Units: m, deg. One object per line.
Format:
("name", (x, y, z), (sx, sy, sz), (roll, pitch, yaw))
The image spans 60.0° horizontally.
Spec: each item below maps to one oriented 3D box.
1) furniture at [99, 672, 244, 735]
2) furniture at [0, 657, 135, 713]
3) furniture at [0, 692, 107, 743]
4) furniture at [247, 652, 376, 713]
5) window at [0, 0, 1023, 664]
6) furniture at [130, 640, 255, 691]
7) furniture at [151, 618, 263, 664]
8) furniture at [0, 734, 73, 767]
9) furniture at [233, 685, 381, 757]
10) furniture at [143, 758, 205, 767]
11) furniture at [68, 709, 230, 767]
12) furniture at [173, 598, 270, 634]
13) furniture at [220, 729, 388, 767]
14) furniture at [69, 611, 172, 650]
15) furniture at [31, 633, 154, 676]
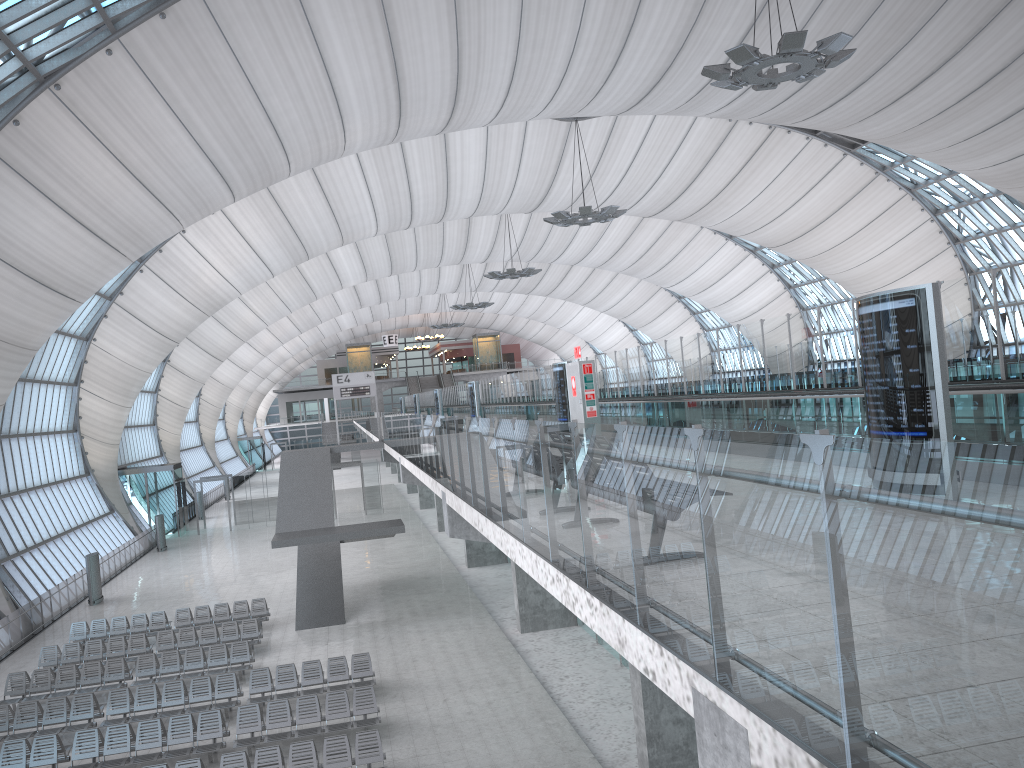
("furniture", (-7.123, 6.734, 18.740), (2.705, 0.913, 1.572), (-5, -1, -11))
("furniture", (-10.414, 7.064, 20.813), (2.705, 0.913, 1.572), (-5, -1, -11))
("furniture", (-9.904, 6.986, 18.192), (2.705, 0.913, 1.572), (-5, -1, -11))
("furniture", (-4.343, 6.482, 19.288), (2.705, 0.913, 1.572), (-5, -1, -11))
("window", (-3.102, -2.401, 78.667), (50.537, 20.004, 167.818), (-5, -1, -11))
("furniture", (-7.633, 6.812, 21.361), (2.705, 0.913, 1.572), (-5, -1, -11))
("furniture", (-8.081, 6.880, 23.666), (2.705, 0.913, 1.572), (-5, -1, -11))
("furniture", (-9.446, 6.916, 15.836), (2.705, 0.913, 1.572), (-5, -1, -11))
("furniture", (-3.885, 6.412, 16.932), (2.705, 0.913, 1.572), (-5, -1, -11))
("furniture", (-6.208, 6.594, 14.028), (2.705, 0.913, 1.572), (-5, -1, -11))
("furniture", (-6.666, 6.664, 16.384), (2.705, 0.913, 1.572), (-5, -1, -11))
("furniture", (-8.584, 6.957, 26.257), (2.705, 0.913, 1.572), (-5, -1, -11))
("furniture", (-3.427, 6.342, 14.576), (2.705, 0.913, 1.572), (-5, -1, -11))
("furniture", (-11.365, 7.210, 25.709), (2.705, 0.913, 1.572), (-5, -1, -11))
("furniture", (-10.862, 7.133, 23.118), (2.705, 0.913, 1.572), (-5, -1, -11))
